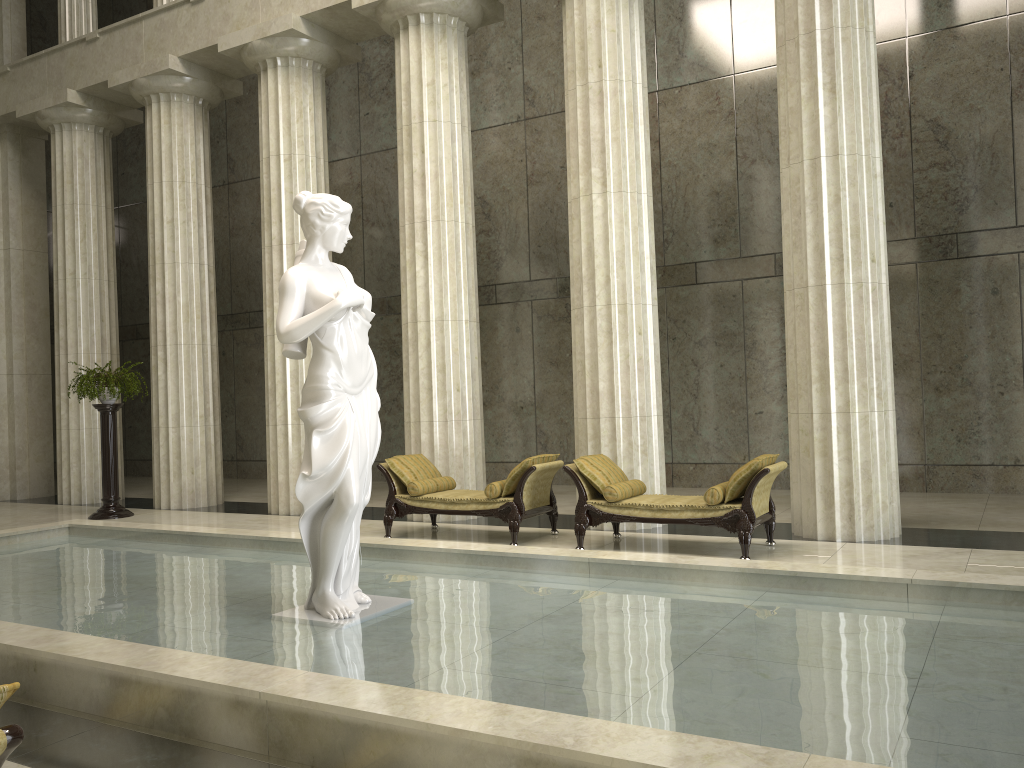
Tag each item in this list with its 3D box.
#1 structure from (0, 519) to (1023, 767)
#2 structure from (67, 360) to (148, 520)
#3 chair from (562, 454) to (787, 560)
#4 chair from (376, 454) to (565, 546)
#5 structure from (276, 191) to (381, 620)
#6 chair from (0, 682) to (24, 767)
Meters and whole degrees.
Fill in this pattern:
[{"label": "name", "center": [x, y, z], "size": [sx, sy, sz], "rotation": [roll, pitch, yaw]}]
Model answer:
[{"label": "structure", "center": [-1.175, 1.663, 6.157], "size": [11.573, 0.508, 3.754], "rotation": [-3, -1, 30]}, {"label": "structure", "center": [-6.151, 0.835, 13.537], "size": [1.159, 2.386, 1.053], "rotation": [-3, -1, 35]}, {"label": "chair", "center": [1.643, 1.201, 9.026], "size": [2.172, 0.950, 0.993], "rotation": [-3, -1, 30]}, {"label": "chair", "center": [-0.490, 1.298, 10.264], "size": [2.172, 0.950, 0.993], "rotation": [-3, -1, 30]}, {"label": "structure", "center": [-1.218, 0.210, 6.145], "size": [0.729, 3.044, 0.940], "rotation": [-2, -1, 25]}, {"label": "chair", "center": [-2.249, 1.234, 2.315], "size": [2.172, 0.950, 0.993], "rotation": [-3, -1, 30]}]
